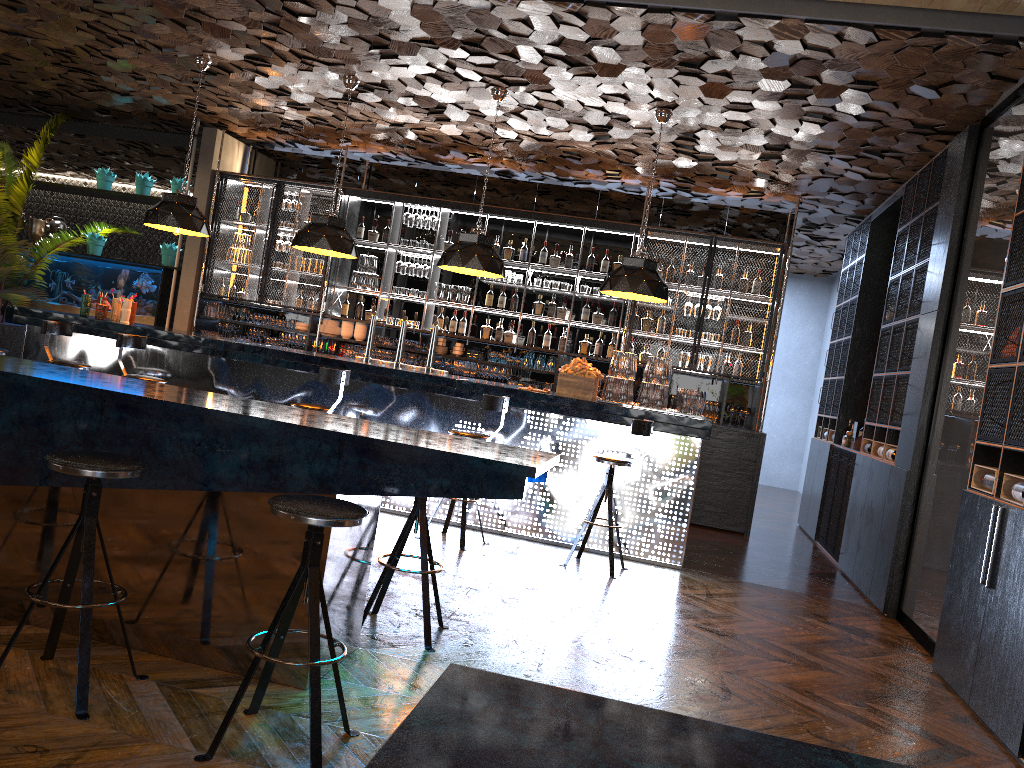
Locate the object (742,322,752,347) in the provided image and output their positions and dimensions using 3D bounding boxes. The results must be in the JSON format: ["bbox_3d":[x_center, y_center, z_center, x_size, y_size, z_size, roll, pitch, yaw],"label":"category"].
[{"bbox_3d":[2.601,-0.539,9.764,0.083,0.282,0.083,10,1,20],"label":"object"}]

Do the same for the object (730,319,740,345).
[{"bbox_3d":[2.471,-0.569,9.791,0.086,0.299,0.086,8,1,-31],"label":"object"}]

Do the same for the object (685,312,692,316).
[{"bbox_3d":[1.986,-0.888,9.953,0.092,0.244,0.092,9,1,5],"label":"object"}]

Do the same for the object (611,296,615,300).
[{"bbox_3d":[1.172,-1.012,10.129,0.089,0.092,0.089,8,2,-40],"label":"object"}]

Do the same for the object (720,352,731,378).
[{"bbox_3d":[2.372,-0.208,9.804,0.083,0.282,0.083,9,1,-5],"label":"object"}]

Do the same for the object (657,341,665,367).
[{"bbox_3d":[1.670,-0.333,9.936,0.086,0.299,0.086,8,1,-31],"label":"object"}]

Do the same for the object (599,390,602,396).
[{"bbox_3d":[0.999,0.151,9.859,0.107,0.152,0.107,10,2,36],"label":"object"}]

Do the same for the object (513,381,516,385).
[{"bbox_3d":[0.012,0.013,10.145,0.067,0.100,0.067,9,1,3],"label":"object"}]

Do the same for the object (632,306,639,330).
[{"bbox_3d":[1.380,-0.740,9.988,0.083,0.282,0.083,9,1,-5],"label":"object"}]

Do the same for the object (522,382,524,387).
[{"bbox_3d":[0.101,0.028,10.138,0.067,0.099,0.067,9,1,-18],"label":"object"}]

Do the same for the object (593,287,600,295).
[{"bbox_3d":[0.961,-1.043,10.034,0.089,0.092,0.089,9,1,10],"label":"object"}]

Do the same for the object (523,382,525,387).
[{"bbox_3d":[0.116,0.028,10.234,0.067,0.099,0.067,9,1,-18],"label":"object"}]

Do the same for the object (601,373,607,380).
[{"bbox_3d":[1.002,-0.082,9.888,0.098,0.070,0.088,8,2,-44],"label":"object"}]

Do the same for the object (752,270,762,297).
[{"bbox_3d":[2.703,-1.110,9.777,0.086,0.298,0.086,9,1,-26],"label":"object"}]

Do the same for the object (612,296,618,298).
[{"bbox_3d":[1.165,-1.009,9.964,0.089,0.092,0.089,9,1,-4],"label":"object"}]

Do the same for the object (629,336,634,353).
[{"bbox_3d":[1.331,-0.389,10.002,0.086,0.298,0.086,8,1,-31],"label":"object"}]

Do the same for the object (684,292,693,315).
[{"bbox_3d":[1.957,-0.889,9.791,0.092,0.244,0.092,9,1,5],"label":"object"}]

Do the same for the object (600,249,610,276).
[{"bbox_3d":[1.064,-1.380,10.081,0.086,0.298,0.086,8,1,-31],"label":"object"}]

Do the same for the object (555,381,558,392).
[{"bbox_3d":[0.533,0.064,9.920,0.089,0.174,0.089,8,1,-29],"label":"object"}]

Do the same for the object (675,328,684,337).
[{"bbox_3d":[1.852,-0.566,9.815,0.089,0.092,0.089,9,1,-5],"label":"object"}]

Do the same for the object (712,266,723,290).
[{"bbox_3d":[2.287,-1.170,9.826,0.083,0.282,0.083,9,1,-5],"label":"object"}]

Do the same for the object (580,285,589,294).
[{"bbox_3d":[0.815,-1.067,10.031,0.089,0.092,0.089,9,1,-4],"label":"object"}]

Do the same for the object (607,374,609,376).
[{"bbox_3d":[1.092,-0.066,9.821,0.088,0.070,0.098,10,1,20],"label":"object"}]

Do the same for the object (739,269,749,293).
[{"bbox_3d":[2.561,-1.124,9.776,0.083,0.282,0.083,10,1,25],"label":"object"}]

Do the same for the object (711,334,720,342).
[{"bbox_3d":[2.244,-0.503,9.786,0.089,0.092,0.089,9,1,-5],"label":"object"}]

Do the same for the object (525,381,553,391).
[{"bbox_3d":[0.303,0.043,10.089,0.356,0.134,0.206,10,1,18],"label":"object"}]

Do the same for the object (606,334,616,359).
[{"bbox_3d":[1.131,-0.420,10.031,0.080,0.299,0.080,9,1,13],"label":"object"}]

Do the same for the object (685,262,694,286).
[{"bbox_3d":[1.983,-1.220,9.881,0.083,0.282,0.083,9,1,10],"label":"object"}]

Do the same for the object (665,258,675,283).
[{"bbox_3d":[1.778,-1.261,9.922,0.086,0.297,0.086,8,1,-31],"label":"object"}]

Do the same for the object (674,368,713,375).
[{"bbox_3d":[2.009,-0.133,9.814,0.437,0.019,0.273,9,1,10],"label":"object"}]

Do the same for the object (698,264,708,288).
[{"bbox_3d":[2.134,-1.193,9.855,0.123,0.279,0.123,9,1,14],"label":"object"}]

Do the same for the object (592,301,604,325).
[{"bbox_3d":[0.977,-0.804,10.047,0.123,0.279,0.123,9,1,-1],"label":"object"}]

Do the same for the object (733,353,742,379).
[{"bbox_3d":[2.497,-0.195,9.795,0.086,0.298,0.086,8,1,-31],"label":"object"}]

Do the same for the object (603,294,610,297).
[{"bbox_3d":[1.066,-1.025,9.976,0.089,0.092,0.089,8,2,-40],"label":"object"}]

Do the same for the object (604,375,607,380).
[{"bbox_3d":[1.021,-0.081,9.984,0.088,0.070,0.098,10,2,33],"label":"object"}]

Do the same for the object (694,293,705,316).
[{"bbox_3d":[2.063,-0.871,9.772,0.092,0.244,0.092,9,1,5],"label":"object"}]

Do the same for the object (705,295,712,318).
[{"bbox_3d":[2.160,-0.855,9.754,0.092,0.244,0.092,9,1,5],"label":"object"}]

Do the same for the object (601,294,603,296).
[{"bbox_3d":[1.063,-1.029,10.137,0.089,0.092,0.089,9,1,-4],"label":"object"}]

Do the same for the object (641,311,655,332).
[{"bbox_3d":[1.526,-0.698,9.960,0.151,0.248,0.094,10,1,19],"label":"object"}]

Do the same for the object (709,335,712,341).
[{"bbox_3d":[2.217,-0.510,9.928,0.089,0.092,0.089,9,1,-5],"label":"object"}]

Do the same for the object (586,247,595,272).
[{"bbox_3d":[0.899,-1.407,10.083,0.086,0.299,0.086,8,1,-31],"label":"object"}]

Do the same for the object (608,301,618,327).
[{"bbox_3d":[1.147,-0.787,10.034,0.086,0.299,0.086,8,1,-31],"label":"object"}]

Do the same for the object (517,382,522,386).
[{"bbox_3d":[0.079,0.027,10.016,0.067,0.099,0.067,9,1,-18],"label":"object"}]

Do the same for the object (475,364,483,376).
[{"bbox_3d":[-0.380,-0.115,10.120,0.091,0.229,0.091,9,1,-4],"label":"object"}]

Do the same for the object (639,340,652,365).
[{"bbox_3d":[1.501,-0.349,9.949,0.123,0.279,0.123,9,1,-1],"label":"object"}]

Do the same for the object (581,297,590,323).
[{"bbox_3d":[0.846,-0.837,10.093,0.086,0.298,0.086,8,1,-31],"label":"object"}]

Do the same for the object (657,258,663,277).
[{"bbox_3d":[1.627,-1.275,9.932,0.123,0.279,0.123,10,1,19],"label":"object"}]

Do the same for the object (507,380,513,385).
[{"bbox_3d":[-0.022,0.010,10.037,0.067,0.100,0.067,9,1,3],"label":"object"}]

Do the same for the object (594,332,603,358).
[{"bbox_3d":[0.992,-0.443,10.070,0.086,0.298,0.086,8,1,-31],"label":"object"}]

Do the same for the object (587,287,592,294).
[{"bbox_3d":[0.864,-1.062,10.163,0.089,0.092,0.089,8,2,-35],"label":"object"}]

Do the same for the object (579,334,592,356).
[{"bbox_3d":[0.835,-0.443,10.084,0.151,0.248,0.094,10,1,19],"label":"object"}]

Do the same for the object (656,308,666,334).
[{"bbox_3d":[1.682,-0.698,9.946,0.086,0.298,0.086,8,1,-31],"label":"object"}]

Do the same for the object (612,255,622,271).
[{"bbox_3d":[1.209,-1.328,10.022,0.151,0.248,0.094,10,2,39],"label":"object"}]

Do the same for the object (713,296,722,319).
[{"bbox_3d":[2.260,-0.839,9.735,0.092,0.244,0.092,9,1,5],"label":"object"}]

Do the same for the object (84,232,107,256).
[{"bbox_3d":[-5.226,-1.760,11.112,0.265,0.325,0.245,9,1,-26],"label":"object"}]

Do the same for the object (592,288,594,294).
[{"bbox_3d":[0.966,-1.046,10.179,0.089,0.092,0.089,9,1,-4],"label":"object"}]
